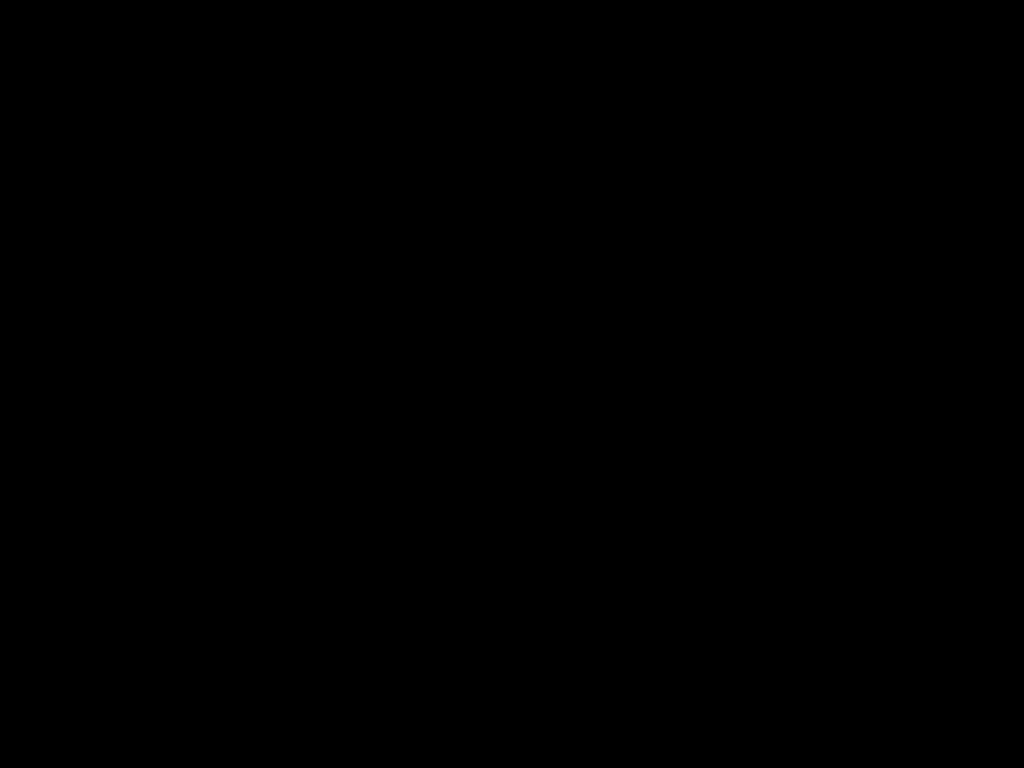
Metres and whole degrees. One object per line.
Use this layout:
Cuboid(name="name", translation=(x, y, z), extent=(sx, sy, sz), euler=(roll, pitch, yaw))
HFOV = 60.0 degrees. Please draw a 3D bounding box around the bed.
Cuboid(name="bed", translation=(0.103, -0.394, 1.253), extent=(2.087, 0.994, 3.009), euler=(11, 7, 16))
